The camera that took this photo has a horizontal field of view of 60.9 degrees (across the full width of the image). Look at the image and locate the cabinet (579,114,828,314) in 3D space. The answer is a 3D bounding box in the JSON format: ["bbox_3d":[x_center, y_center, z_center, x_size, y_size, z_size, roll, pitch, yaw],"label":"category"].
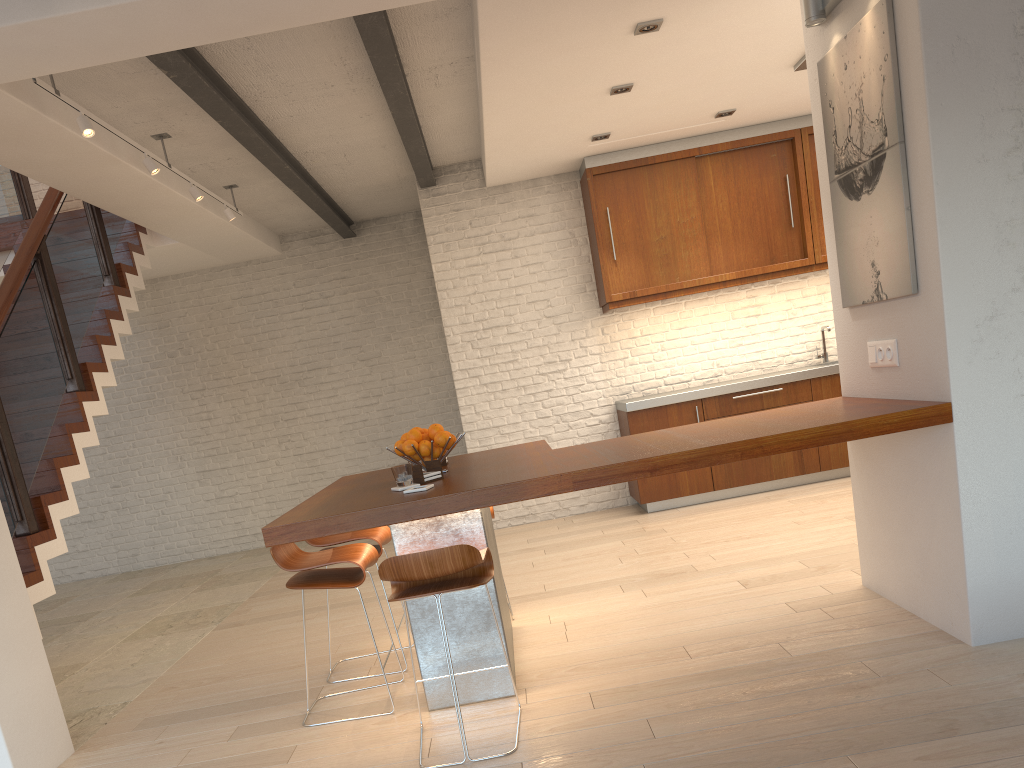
[{"bbox_3d":[2.291,-1.470,6.982,3.344,1.197,0.448,-10,9,1],"label":"cabinet"}]

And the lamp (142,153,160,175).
[{"bbox_3d":[-2.026,-1.232,4.889,0.086,0.132,0.059,-10,9,2],"label":"lamp"}]

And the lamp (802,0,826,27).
[{"bbox_3d":[1.196,-1.486,3.450,0.080,0.106,0.077,-7,8,28],"label":"lamp"}]

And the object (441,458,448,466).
[{"bbox_3d":[-0.373,0.367,4.331,0.094,0.084,0.112,-10,4,0],"label":"object"}]

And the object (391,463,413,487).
[{"bbox_3d":[-0.441,0.373,3.544,0.092,0.086,0.088,-9,6,15],"label":"object"}]

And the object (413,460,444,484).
[{"bbox_3d":[-0.367,0.372,3.668,0.094,0.084,0.111,-5,7,45],"label":"object"}]

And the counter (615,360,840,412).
[{"bbox_3d":[2.563,-0.108,5.735,3.334,0.071,3.458,-10,1,0],"label":"counter"}]

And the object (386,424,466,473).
[{"bbox_3d":[-0.378,0.299,3.925,0.355,0.227,0.367,-13,4,-35],"label":"object"}]

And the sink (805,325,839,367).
[{"bbox_3d":[2.881,-0.311,7.122,0.858,0.439,0.506,-10,5,0],"label":"sink"}]

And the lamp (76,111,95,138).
[{"bbox_3d":[-2.019,-1.226,4.122,0.058,0.132,0.087,-18,11,-40],"label":"lamp"}]

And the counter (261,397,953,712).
[{"bbox_3d":[0.395,0.745,4.020,2.498,0.941,1.653,-10,3,0],"label":"counter"}]

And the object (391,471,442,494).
[{"bbox_3d":[-0.401,0.404,3.546,0.198,0.035,0.387,-10,1,3],"label":"object"}]

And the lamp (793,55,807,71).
[{"bbox_3d":[1.969,-1.905,5.150,0.450,0.174,0.442,-10,2,0],"label":"lamp"}]

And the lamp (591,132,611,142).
[{"bbox_3d":[0.626,-1.767,6.169,0.124,0.056,0.121,-10,2,0],"label":"lamp"}]

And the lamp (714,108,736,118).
[{"bbox_3d":[1.503,-1.929,6.154,0.124,0.056,0.121,-10,2,0],"label":"lamp"}]

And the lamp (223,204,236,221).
[{"bbox_3d":[-2.054,-1.240,6.329,0.084,0.132,0.059,-15,10,-29],"label":"lamp"}]

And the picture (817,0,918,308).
[{"bbox_3d":[1.372,-0.833,3.399,0.020,1.038,0.638,-10,8,-1],"label":"picture"}]

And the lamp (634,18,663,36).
[{"bbox_3d":[0.660,-1.755,4.239,0.124,0.056,0.121,-10,2,0],"label":"lamp"}]

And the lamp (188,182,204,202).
[{"bbox_3d":[-2.039,-1.236,5.620,0.086,0.132,0.059,-10,9,2],"label":"lamp"}]

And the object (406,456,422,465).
[{"bbox_3d":[-0.465,0.371,4.216,0.091,0.086,0.089,-11,5,-3],"label":"object"}]

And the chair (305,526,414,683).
[{"bbox_3d":[-0.777,1.037,4.327,0.423,0.792,0.394,-10,9,0],"label":"chair"}]

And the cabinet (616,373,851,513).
[{"bbox_3d":[2.824,-0.702,5.900,2.217,2.888,4.796,-15,5,-36],"label":"cabinet"}]

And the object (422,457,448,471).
[{"bbox_3d":[-0.423,0.400,4.297,0.205,0.035,0.282,-10,1,0],"label":"object"}]

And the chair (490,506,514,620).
[{"bbox_3d":[-0.257,0.936,4.867,0.405,0.792,0.411,-10,8,0],"label":"chair"}]

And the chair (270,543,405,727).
[{"bbox_3d":[-0.767,1.040,3.798,0.423,0.792,0.394,-10,9,0],"label":"chair"}]

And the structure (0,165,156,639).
[{"bbox_3d":[-2.189,-0.442,3.867,13.862,4.232,9.964,-10,2,0],"label":"structure"}]

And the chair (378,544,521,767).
[{"bbox_3d":[-0.227,0.946,3.193,0.405,0.792,0.411,-10,8,0],"label":"chair"}]

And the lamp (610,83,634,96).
[{"bbox_3d":[0.644,-1.761,5.151,0.124,0.056,0.121,-10,2,0],"label":"lamp"}]
